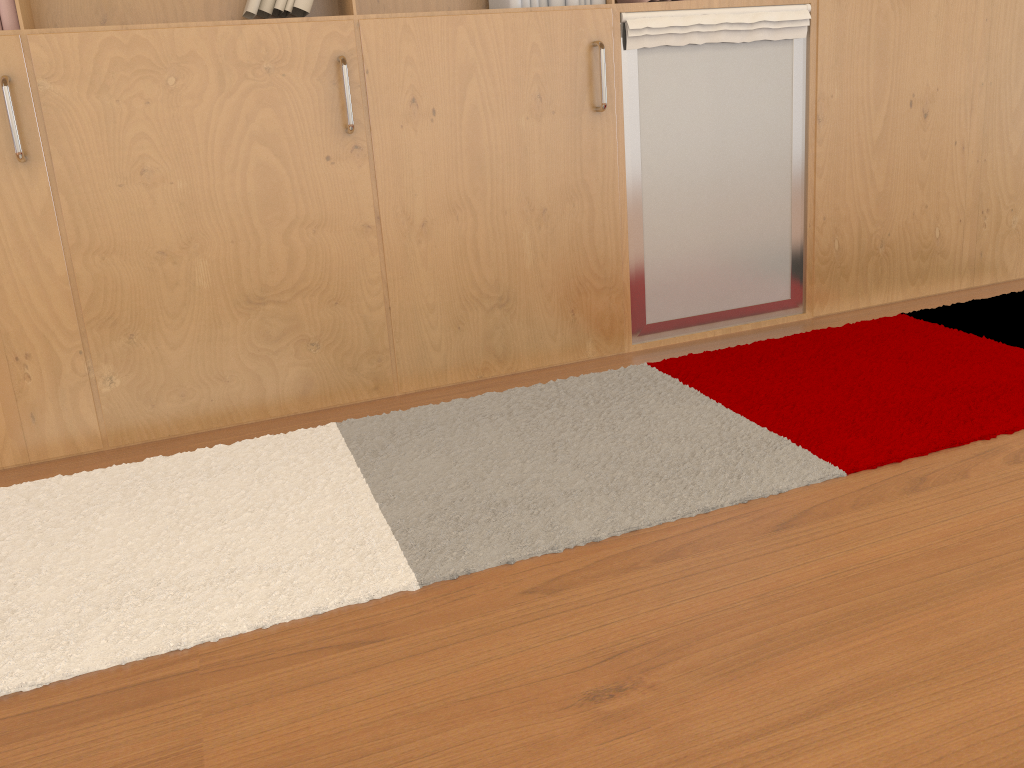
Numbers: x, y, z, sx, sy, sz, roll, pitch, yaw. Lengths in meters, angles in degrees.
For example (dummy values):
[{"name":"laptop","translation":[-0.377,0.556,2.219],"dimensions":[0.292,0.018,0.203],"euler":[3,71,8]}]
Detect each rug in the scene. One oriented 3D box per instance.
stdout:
[{"name":"rug","translation":[0.605,0.071,2.406],"dimensions":[3.734,0.011,0.933],"euler":[-11,20,-19]}]

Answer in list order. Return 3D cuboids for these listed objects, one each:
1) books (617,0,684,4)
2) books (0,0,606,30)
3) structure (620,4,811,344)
[{"name":"books","translation":[0.401,-1.355,2.798],"dimensions":[0.280,0.291,0.178],"euler":[-10,17,-19]},{"name":"books","translation":[-0.516,-1.350,2.432],"dimensions":[3.120,0.646,0.192],"euler":[-11,17,-19]},{"name":"structure","translation":[0.651,-0.731,3.064],"dimensions":[0.728,1.058,0.321],"euler":[-10,16,-19]}]
